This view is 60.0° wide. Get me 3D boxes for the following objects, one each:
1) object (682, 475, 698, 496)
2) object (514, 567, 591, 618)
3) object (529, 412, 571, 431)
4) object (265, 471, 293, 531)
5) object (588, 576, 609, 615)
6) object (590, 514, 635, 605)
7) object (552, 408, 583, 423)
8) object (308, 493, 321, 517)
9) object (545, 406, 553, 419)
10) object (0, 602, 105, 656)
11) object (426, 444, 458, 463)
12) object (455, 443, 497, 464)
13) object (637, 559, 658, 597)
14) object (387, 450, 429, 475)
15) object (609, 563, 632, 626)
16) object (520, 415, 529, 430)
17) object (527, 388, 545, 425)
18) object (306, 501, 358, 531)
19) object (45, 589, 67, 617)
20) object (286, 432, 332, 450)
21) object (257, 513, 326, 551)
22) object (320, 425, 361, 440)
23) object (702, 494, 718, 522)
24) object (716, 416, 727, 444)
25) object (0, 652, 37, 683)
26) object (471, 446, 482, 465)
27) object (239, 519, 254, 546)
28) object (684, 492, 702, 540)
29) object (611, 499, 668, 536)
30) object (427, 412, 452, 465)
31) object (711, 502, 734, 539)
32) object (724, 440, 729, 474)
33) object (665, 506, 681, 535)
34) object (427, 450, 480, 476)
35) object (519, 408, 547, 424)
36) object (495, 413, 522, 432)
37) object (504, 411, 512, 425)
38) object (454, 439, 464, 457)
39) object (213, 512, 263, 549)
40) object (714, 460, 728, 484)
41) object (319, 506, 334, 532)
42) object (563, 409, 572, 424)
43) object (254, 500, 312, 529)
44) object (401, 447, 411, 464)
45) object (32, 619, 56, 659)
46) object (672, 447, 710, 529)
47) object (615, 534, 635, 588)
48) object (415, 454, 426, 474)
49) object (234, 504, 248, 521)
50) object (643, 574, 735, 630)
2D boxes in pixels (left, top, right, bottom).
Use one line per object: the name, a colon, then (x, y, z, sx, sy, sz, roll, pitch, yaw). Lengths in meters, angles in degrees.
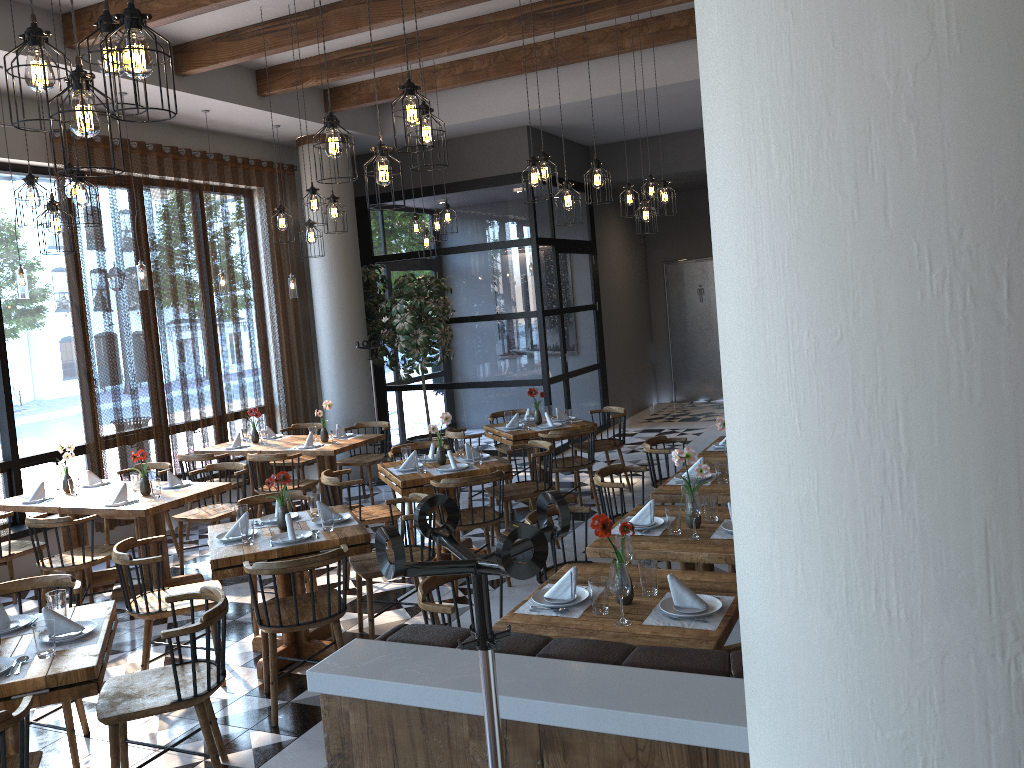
object: (0.944, 0.594, 4.682, 0.081, 0.215, 0.081, -6, 3, -11)
object: (0.196, 0.804, 3.576, 0.271, 0.137, 0.353, -3, 6, 26)
object: (0.345, 0.337, 8.303, 0.352, 0.137, 0.273, -7, 5, -19)
object: (-1.343, 0.677, 5.130, 0.156, 0.354, 0.171, -5, 4, -9)
object: (0.335, 0.812, 3.394, 0.080, 0.132, 0.080, -4, 4, 10)
object: (0.398, 0.685, 3.494, 0.171, 0.354, 0.156, -3, 4, 28)
object: (0.500, 0.291, 8.647, 0.272, 0.137, 0.352, -7, 5, -19)
object: (-1.211, 0.747, 5.456, 0.080, 0.132, 0.080, -3, 4, 30)
object: (0.374, 0.286, 8.831, 0.080, 0.132, 0.080, -8, 5, -39)
object: (-2.028, 0.983, 3.702, 0.583, 0.137, 0.578, -7, 6, -19)
object: (-0.638, 0.536, 7.106, 0.352, 0.137, 0.273, -7, 5, -19)
object: (-0.295, 0.522, 6.947, 0.272, 0.137, 0.352, -7, 5, -19)
object: (0.548, 0.779, 3.553, 0.080, 0.132, 0.080, -3, 4, 25)
object: (-0.793, 0.583, 6.763, 0.272, 0.137, 0.352, -7, 5, -19)
object: (0.401, 0.777, 3.269, 0.081, 0.215, 0.081, -5, 3, -5)
object: (0.123, 0.362, 8.270, 0.080, 0.132, 0.080, -2, 5, 40)
object: (0.237, 0.210, 8.583, 0.156, 0.354, 0.171, -6, 4, -17)
object: (-1.082, 0.751, 5.265, 0.272, 0.137, 0.352, -7, 5, -19)
object: (-1.970, 0.967, 3.840, 0.080, 0.132, 0.080, -6, 4, -9)
object: (-1.921, 0.527, 8.346, 0.351, 0.137, 0.273, -2, 6, 26)
object: (-1.236, 0.798, 4.921, 0.352, 0.137, 0.273, -7, 5, -19)
object: (-1.700, 0.462, 8.830, 0.351, 0.137, 0.273, -2, 6, 26)
object: (1.026, 0.640, 4.570, 0.080, 0.132, 0.080, -3, 4, 25)
object: (1.354, 0.389, 5.485, 0.146, 0.399, 0.207, -3, 4, 33)
object: (-1.999, 1.019, 3.304, 0.352, 0.137, 0.273, -7, 5, -19)
object: (-0.266, 0.543, 6.731, 0.080, 0.132, 0.080, -2, 5, 40)
object: (-1.462, 0.822, 4.895, 0.080, 0.132, 0.080, -2, 5, 40)
object: (0.878, 0.638, 4.286, 0.081, 0.215, 0.081, -6, 3, -11)
object: (0.672, 0.666, 4.588, 0.271, 0.137, 0.353, -3, 6, 26)
object: (-0.542, 0.423, 6.830, 0.146, 0.399, 0.207, -2, 4, 37)
object: (1.142, 0.648, 4.355, 0.271, 0.137, 0.353, -3, 6, 26)
object: (1.398, 0.462, 5.650, 0.081, 0.215, 0.081, -4, 4, 17)
object: (0.802, 0.677, 4.388, 0.080, 0.132, 0.080, -3, 4, 30)
object: (-0.449, 0.569, 6.603, 0.352, 0.137, 0.273, -7, 5, -19)
object: (0.157, 0.305, 8.806, 0.352, 0.137, 0.273, -7, 5, -19)
object: (0.002, 0.351, 8.463, 0.272, 0.137, 0.352, -7, 5, -19)
object: (-0.033, 0.335, 8.684, 0.080, 0.132, 0.080, -5, 4, 1)
object: (-0.424, 0.518, 7.132, 0.080, 0.132, 0.080, -2, 5, 40)
object: (-1.579, 0.812, 5.081, 0.272, 0.137, 0.352, -7, 5, -19)
object: (1.279, 0.538, 5.405, 0.080, 0.132, 0.080, -4, 4, 11)
object: (-1.053, 0.772, 5.054, 0.080, 0.132, 0.080, -3, 4, 30)
object: (0.532, 0.311, 8.429, 0.080, 0.132, 0.080, -8, 5, -39)
object: (-1.425, 0.766, 5.424, 0.352, 0.137, 0.273, -7, 5, -19)
object: (-0.830, 0.567, 6.985, 0.080, 0.132, 0.080, -2, 5, 40)
object: (-1.812, 0.992, 3.438, 0.080, 0.132, 0.080, -6, 4, -9)
object: (0.913, 0.523, 4.482, 0.206, 0.399, 0.147, -3, 4, 28)
object: (0.468, 0.733, 3.669, 0.081, 0.215, 0.081, -3, 4, 34)
object: (-0.674, 0.593, 6.572, 0.080, 0.132, 0.080, -2, 5, 40)
object: (-1.618, 0.796, 5.308, 0.080, 0.132, 0.080, -3, 4, 30)
object: (0.666, 0.786, 3.342, 0.271, 0.137, 0.353, -3, 6, 26)
